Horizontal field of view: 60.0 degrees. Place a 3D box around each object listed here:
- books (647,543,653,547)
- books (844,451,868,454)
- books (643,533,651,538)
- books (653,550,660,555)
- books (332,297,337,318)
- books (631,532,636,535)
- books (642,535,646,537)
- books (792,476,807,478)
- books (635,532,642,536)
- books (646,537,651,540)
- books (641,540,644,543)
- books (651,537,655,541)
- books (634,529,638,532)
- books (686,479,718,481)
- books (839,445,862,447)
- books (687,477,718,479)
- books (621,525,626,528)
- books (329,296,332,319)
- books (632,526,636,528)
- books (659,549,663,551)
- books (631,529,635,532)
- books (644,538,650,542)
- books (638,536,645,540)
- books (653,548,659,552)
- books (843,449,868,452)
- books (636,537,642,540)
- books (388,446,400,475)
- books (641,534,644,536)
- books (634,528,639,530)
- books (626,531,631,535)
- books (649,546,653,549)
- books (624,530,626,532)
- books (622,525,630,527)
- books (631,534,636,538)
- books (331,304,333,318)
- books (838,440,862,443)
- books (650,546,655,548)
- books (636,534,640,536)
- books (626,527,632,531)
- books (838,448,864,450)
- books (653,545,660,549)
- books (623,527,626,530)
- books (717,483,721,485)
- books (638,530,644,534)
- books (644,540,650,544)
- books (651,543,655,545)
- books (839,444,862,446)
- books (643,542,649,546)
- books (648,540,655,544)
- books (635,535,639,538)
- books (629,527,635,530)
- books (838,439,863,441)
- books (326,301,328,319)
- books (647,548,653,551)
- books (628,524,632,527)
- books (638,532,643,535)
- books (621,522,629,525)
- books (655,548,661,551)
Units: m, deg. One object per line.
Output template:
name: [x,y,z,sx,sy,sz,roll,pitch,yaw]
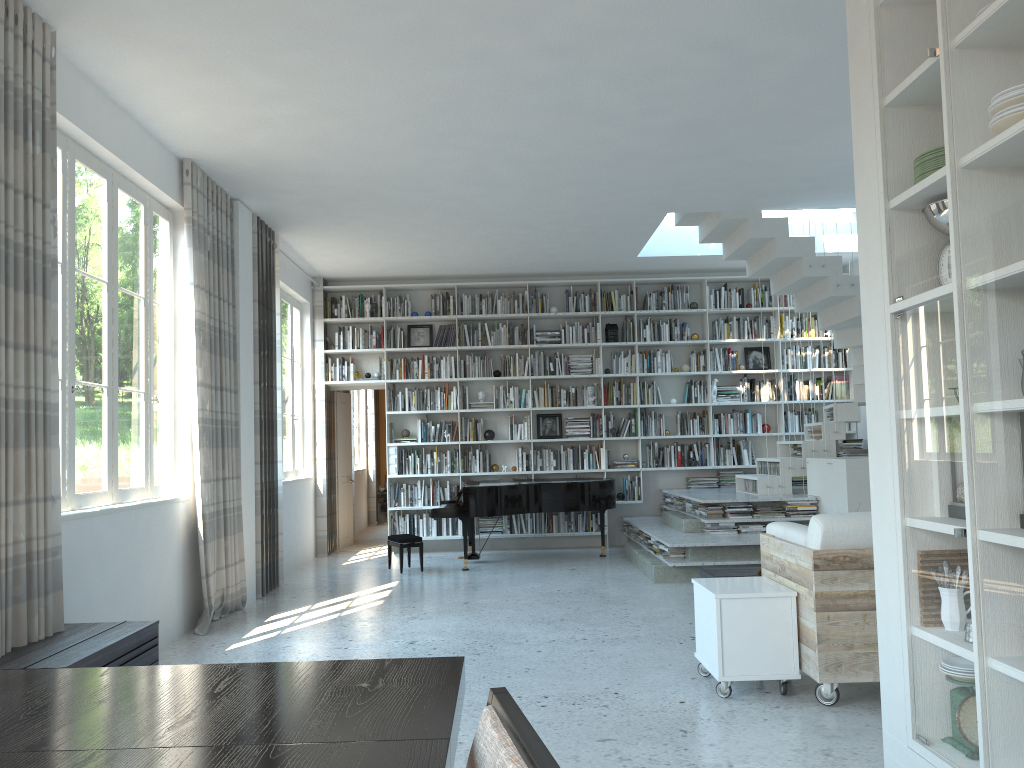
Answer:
books: [1.406,1.537,8.464,0.189,0.013,0.215,-1,-4,-3]
books: [3.845,0.763,9.862,0.234,0.025,0.157,-1,-4,-5]
books: [1.407,1.496,8.773,0.170,0.014,0.281,-1,-4,-4]
books: [1.405,1.549,8.162,0.191,0.016,0.209,-2,-4,4]
books: [-2.099,-0.883,10.513,0.025,0.269,0.177,-2,-4,-1]
books: [1.402,1.633,9.699,0.172,0.014,0.221,-2,-4,0]
books: [1.416,1.548,9.081,0.155,0.009,0.297,-2,-4,0]
books: [3.337,1.096,10.473,0.315,0.009,0.200,-2,-4,4]
books: [1.405,1.585,9.389,0.159,0.011,0.246,-1,-4,-5]
books: [1.420,1.519,8.772,0.142,0.017,0.239,-1,-4,-5]
books: [1.407,1.610,9.077,0.161,0.008,0.254,-2,-4,4]
books: [1.423,1.483,8.468,0.141,0.028,0.223,-1,-4,-6]
books: [1.393,1.550,9.391,0.182,0.016,0.199,-2,-4,4]
books: [2.242,1.129,10.466,0.345,0.007,0.193,-2,-4,1]
books: [3.845,0.703,10.077,0.215,0.011,0.121,-1,-4,-6]
books: [2.242,1.106,10.467,0.345,0.007,0.193,-2,-4,1]
books: [1.386,1.655,10.300,0.177,0.012,0.278,-1,-4,-5]
books: [-2.143,-0.890,10.515,0.014,0.285,0.175,-2,-4,-1]
books: [1.387,1.514,9.393,0.193,0.005,0.225,-1,-4,-5]
books: [1.431,1.513,8.164,0.154,0.014,0.197,-2,-4,-1]
books: [1.397,1.597,9.701,0.171,0.020,0.193,-2,-4,3]
books: [1.410,1.541,8.771,0.160,0.025,0.244,-1,-4,-6]
books: [1.404,1.572,9.079,0.182,0.013,0.287,-2,-4,0]
books: [1.408,1.530,8.163,0.191,0.006,0.275,-2,-4,1]
books: [3.844,0.738,9.869,0.267,0.026,0.161,-2,-4,4]
books: [1.411,1.637,9.386,0.157,0.014,0.180,-1,-4,-4]
books: [-1.383,0.894,10.391,0.106,0.340,0.307,-2,-4,-1]
books: [1.411,1.539,9.081,0.169,0.009,0.242,-2,-4,-1]
books: [1.400,1.535,9.392,0.171,0.015,0.253,-1,-4,-4]
books: [1.394,1.675,10.005,0.189,0.030,0.238,-2,-4,-1]
books: [1.417,1.563,8.463,0.171,0.005,0.297,-1,-4,-2]
books: [1.399,1.703,10.298,0.171,0.016,0.241,-2,-4,-1]
books: [1.388,1.645,10.301,0.188,0.009,0.211,-1,-4,-2]
books: [1.396,1.654,9.698,0.177,0.026,0.230,-2,-4,2]
books: [-2.123,-0.844,10.515,0.024,0.194,0.167,-2,-4,-1]
books: [3.843,0.657,10.082,0.232,0.025,0.123,-1,-4,-4]
books: [1.412,1.547,8.464,0.180,0.008,0.267,-1,-4,-2]
books: [1.411,1.604,9.388,0.165,0.012,0.205,-2,-4,-1]
books: [1.385,1.634,10.007,0.191,0.028,0.213,-2,-4,3]
books: [3.846,0.738,10.066,0.232,0.006,0.137,-1,-4,-6]
books: [1.410,1.499,8.165,0.191,0.015,0.246,-2,-4,0]
books: [1.388,1.681,10.299,0.179,0.012,0.262,-2,-4,2]
books: [2.577,1.175,10.459,0.285,0.007,0.159,-2,-4,4]
books: [1.400,1.515,9.083,0.179,0.012,0.249,-1,-4,-4]
books: [1.408,1.559,8.770,0.177,0.011,0.220,-2,-4,1]
books: [1.412,1.517,8.466,0.171,0.007,0.260,-2,-4,2]
books: [3.844,0.690,10.072,0.206,0.014,0.150,-2,-4,-1]
books: [1.399,1.577,8.769,0.189,0.009,0.291,-2,-4,2]
books: [1.409,1.506,8.466,0.180,0.017,0.183,-1,-4,-4]
books: [1.407,1.616,9.388,0.159,0.012,0.292,-1,-4,-4]
books: [1.394,1.580,9.702,0.180,0.015,0.294,-1,-4,-3]
books: [3.843,0.638,10.069,0.228,0.011,0.159,-1,-4,-2]
books: [-2.185,-0.858,10.532,0.024,0.228,0.130,-2,-4,-1]
books: [1.402,1.576,8.462,0.193,0.005,0.225,-1,-4,-5]
books: [1.401,1.597,10.010,0.160,0.009,0.291,-2,-4,1]
books: [1.403,1.528,9.082,0.165,0.014,0.236,-1,-4,-6]
books: [1.379,1.621,10.302,0.191,0.013,0.243,-1,-4,-5]
books: [1.423,1.523,8.164,0.170,0.006,0.268,-2,-4,-1]
